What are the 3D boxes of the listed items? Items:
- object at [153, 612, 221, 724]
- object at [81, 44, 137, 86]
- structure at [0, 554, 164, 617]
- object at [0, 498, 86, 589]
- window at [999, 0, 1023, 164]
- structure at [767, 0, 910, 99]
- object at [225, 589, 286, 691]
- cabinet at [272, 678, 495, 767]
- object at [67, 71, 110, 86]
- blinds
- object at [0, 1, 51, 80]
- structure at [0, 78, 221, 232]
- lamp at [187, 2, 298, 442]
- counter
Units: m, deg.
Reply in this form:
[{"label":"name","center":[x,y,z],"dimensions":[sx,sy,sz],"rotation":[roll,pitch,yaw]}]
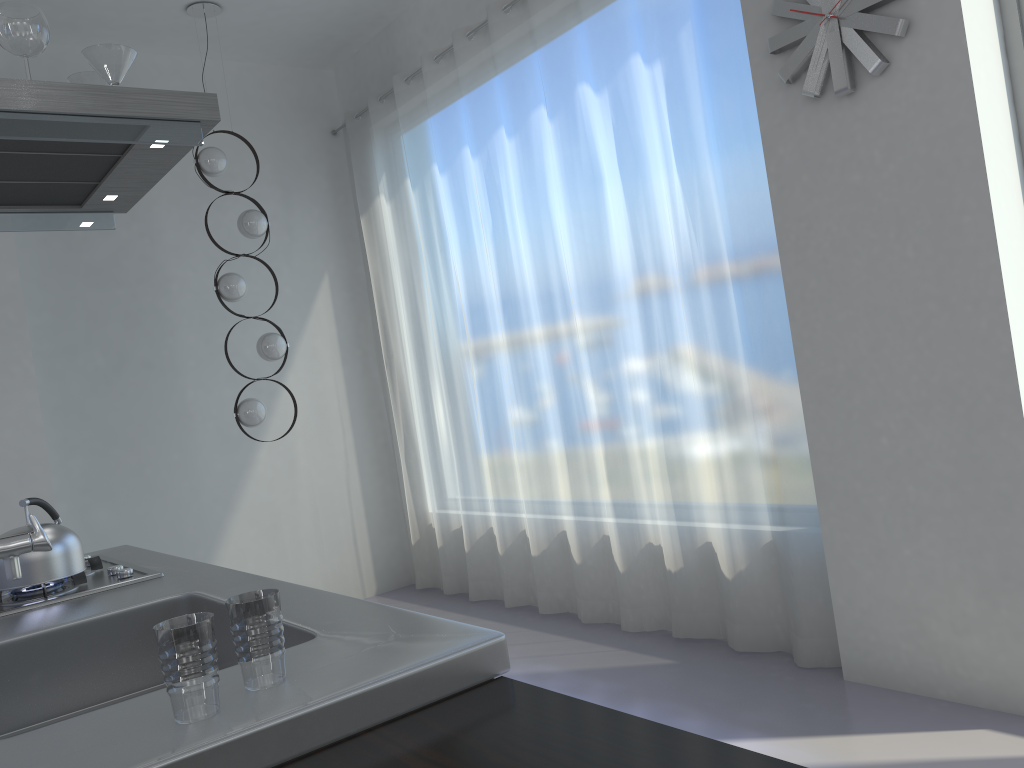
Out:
[{"label":"object","center":[-0.399,0.353,1.102],"dimensions":[0.071,0.119,0.072],"rotation":[-9,0,-37]},{"label":"object","center":[-1.049,-0.785,2.342],"dimensions":[0.137,0.174,0.137],"rotation":[-9,0,18]},{"label":"structure","center":[-1.287,0.516,2.344],"dimensions":[0.519,0.055,0.709],"rotation":[-9,0,-37]},{"label":"object","center":[-1.189,0.380,2.189],"dimensions":[0.220,0.196,0.229],"rotation":[-9,0,-45]},{"label":"window","center":[2.513,-0.889,1.595],"dimensions":[0.100,2.500,3.000],"rotation":[-9,0,-37]},{"label":"structure","center":[1.049,-1.197,2.893],"dimensions":[0.076,0.505,0.505],"rotation":[-9,0,-37]},{"label":"object","center":[-0.373,0.364,0.890],"dimensions":[0.269,0.147,0.646],"rotation":[-9,0,-12]},{"label":"cabinet","center":[-0.783,0.961,1.311],"dimensions":[1.377,0.852,3.285],"rotation":[-9,0,-37]},{"label":"object","center":[-1.162,-0.768,2.494],"dimensions":[0.137,0.174,0.137],"rotation":[-9,0,18]},{"label":"blinds","center":[0.040,-0.333,4.590],"dimensions":[0.120,3.112,3.245],"rotation":[-9,0,-37]},{"label":"object","center":[-1.169,-0.789,2.130],"dimensions":[0.125,0.221,0.125],"rotation":[-9,0,-12]},{"label":"structure","center":[-1.477,-1.122,2.382],"dimensions":[0.915,1.231,0.981],"rotation":[-9,0,-37]},{"label":"lamp","center":[-1.486,-0.859,4.804],"dimensions":[0.367,2.370,0.180],"rotation":[-9,0,-43]},{"label":"counter","center":[-0.807,0.738,1.315],"dimensions":[1.302,1.300,3.291],"rotation":[-9,0,-37]}]
